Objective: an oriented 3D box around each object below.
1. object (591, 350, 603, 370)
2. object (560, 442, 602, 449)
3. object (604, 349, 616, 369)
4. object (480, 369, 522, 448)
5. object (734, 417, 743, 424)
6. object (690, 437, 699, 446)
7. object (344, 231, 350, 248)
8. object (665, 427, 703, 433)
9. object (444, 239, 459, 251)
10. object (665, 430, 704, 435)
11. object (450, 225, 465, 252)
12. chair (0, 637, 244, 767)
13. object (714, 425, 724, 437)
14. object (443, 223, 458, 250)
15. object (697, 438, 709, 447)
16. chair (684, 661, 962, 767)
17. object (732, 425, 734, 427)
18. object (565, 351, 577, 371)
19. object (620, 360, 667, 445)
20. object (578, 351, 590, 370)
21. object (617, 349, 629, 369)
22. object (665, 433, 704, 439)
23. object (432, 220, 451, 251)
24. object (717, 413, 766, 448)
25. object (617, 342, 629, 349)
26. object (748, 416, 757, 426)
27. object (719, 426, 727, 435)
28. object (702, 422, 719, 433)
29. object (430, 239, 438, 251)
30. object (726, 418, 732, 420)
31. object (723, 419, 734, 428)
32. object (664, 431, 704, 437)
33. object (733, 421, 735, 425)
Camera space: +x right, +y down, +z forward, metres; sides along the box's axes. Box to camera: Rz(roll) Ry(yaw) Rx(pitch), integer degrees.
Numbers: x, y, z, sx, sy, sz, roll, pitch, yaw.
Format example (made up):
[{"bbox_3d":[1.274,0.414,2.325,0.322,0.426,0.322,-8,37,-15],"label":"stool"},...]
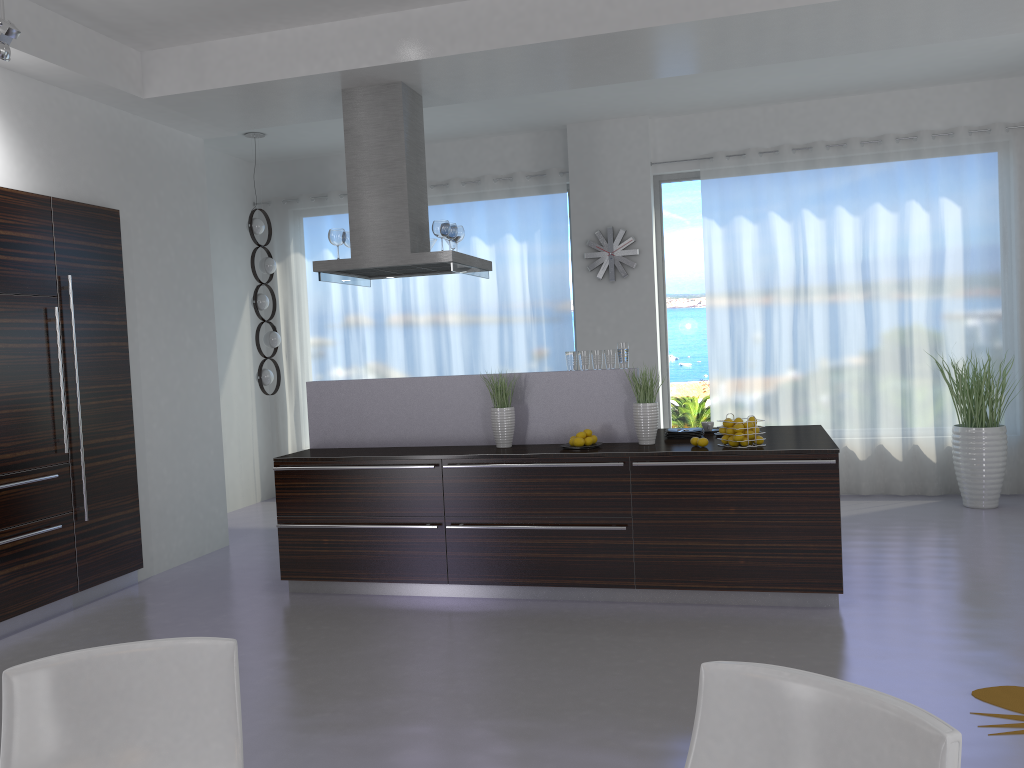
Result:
[{"bbox_3d":[0.522,-0.147,5.435,0.071,0.119,0.072,-4,3,-35],"label":"object"},{"bbox_3d":[0.407,0.364,5.222,0.232,0.020,0.232,-2,3,24],"label":"object"},{"bbox_3d":[0.600,-0.150,5.414,0.071,0.119,0.072,-4,3,-35],"label":"object"},{"bbox_3d":[-0.073,0.138,5.405,0.269,0.502,0.247,-2,3,15],"label":"object"},{"bbox_3d":[1.263,0.213,4.939,0.051,0.053,0.063,-2,3,17],"label":"object"},{"bbox_3d":[1.040,0.326,5.021,0.053,0.051,0.063,-4,3,-16],"label":"object"},{"bbox_3d":[-1.118,-0.951,6.198,0.125,0.221,0.125,-1,3,40],"label":"object"},{"bbox_3d":[0.920,0.230,5.619,0.646,0.147,0.269,-1,3,40],"label":"object"},{"bbox_3d":[-0.425,-0.971,6.415,0.137,0.174,0.137,-4,3,-20],"label":"object"},{"bbox_3d":[1.068,0.302,5.501,0.232,0.020,0.232,-2,3,19],"label":"object"},{"bbox_3d":[-0.387,-0.986,6.175,0.125,0.221,0.125,-1,3,40],"label":"object"},{"bbox_3d":[-0.829,1.028,1.877,0.508,0.805,0.620,-3,2,-15],"label":"chair"},{"bbox_3d":[1.326,0.288,5.442,0.153,0.069,0.153,-3,2,-11],"label":"object"},{"bbox_3d":[-0.426,-0.978,6.033,0.125,0.221,0.125,-1,3,40],"label":"object"},{"bbox_3d":[1.068,0.327,4.963,0.063,0.051,0.053,-2,3,19],"label":"object"},{"bbox_3d":[0.422,0.982,1.526,0.620,0.805,0.508,-5,3,-40],"label":"chair"},{"bbox_3d":[1.248,0.257,4.970,0.064,0.053,0.051,-2,3,18],"label":"object"},{"bbox_3d":[0.366,-0.141,5.477,0.072,0.119,0.071,-4,3,-25],"label":"object"},{"bbox_3d":[0.791,0.105,5.195,0.269,0.502,0.247,-4,3,-32],"label":"object"},{"bbox_3d":[0.444,-0.144,5.456,0.071,0.119,0.072,-4,3,-35],"label":"object"},{"bbox_3d":[0.678,-0.153,5.393,0.071,0.119,0.072,-4,3,-35],"label":"object"},{"bbox_3d":[1.069,0.322,5.502,0.232,0.020,0.232,-2,3,24],"label":"object"},{"bbox_3d":[-0.466,-0.970,5.881,0.125,0.221,0.125,-1,3,40],"label":"object"},{"bbox_3d":[1.275,0.255,4.938,0.189,0.174,0.207,-4,3,-20],"label":"object"},{"bbox_3d":[0.676,-0.192,5.391,0.071,0.119,0.072,-4,3,-35],"label":"object"},{"bbox_3d":[1.339,0.211,4.938,0.050,0.060,0.059,-2,3,15],"label":"object"},{"bbox_3d":[1.191,0.261,4.977,0.053,0.051,0.063,-4,3,-16],"label":"object"},{"bbox_3d":[1.261,0.280,5.707,0.153,0.069,0.153,-5,3,-41],"label":"object"},{"bbox_3d":[-0.607,-0.964,6.465,0.137,0.174,0.137,-4,3,-20],"label":"object"},{"bbox_3d":[1.215,0.220,4.988,0.052,0.060,0.057,-3,2,3],"label":"object"},{"bbox_3d":[1.203,0.219,4.936,0.053,0.051,0.063,-4,3,-27],"label":"object"},{"bbox_3d":[1.069,0.312,5.502,0.232,0.020,0.232,-2,3,24],"label":"object"},{"bbox_3d":[1.265,0.230,5.007,0.063,0.051,0.053,-4,3,-29],"label":"object"}]
